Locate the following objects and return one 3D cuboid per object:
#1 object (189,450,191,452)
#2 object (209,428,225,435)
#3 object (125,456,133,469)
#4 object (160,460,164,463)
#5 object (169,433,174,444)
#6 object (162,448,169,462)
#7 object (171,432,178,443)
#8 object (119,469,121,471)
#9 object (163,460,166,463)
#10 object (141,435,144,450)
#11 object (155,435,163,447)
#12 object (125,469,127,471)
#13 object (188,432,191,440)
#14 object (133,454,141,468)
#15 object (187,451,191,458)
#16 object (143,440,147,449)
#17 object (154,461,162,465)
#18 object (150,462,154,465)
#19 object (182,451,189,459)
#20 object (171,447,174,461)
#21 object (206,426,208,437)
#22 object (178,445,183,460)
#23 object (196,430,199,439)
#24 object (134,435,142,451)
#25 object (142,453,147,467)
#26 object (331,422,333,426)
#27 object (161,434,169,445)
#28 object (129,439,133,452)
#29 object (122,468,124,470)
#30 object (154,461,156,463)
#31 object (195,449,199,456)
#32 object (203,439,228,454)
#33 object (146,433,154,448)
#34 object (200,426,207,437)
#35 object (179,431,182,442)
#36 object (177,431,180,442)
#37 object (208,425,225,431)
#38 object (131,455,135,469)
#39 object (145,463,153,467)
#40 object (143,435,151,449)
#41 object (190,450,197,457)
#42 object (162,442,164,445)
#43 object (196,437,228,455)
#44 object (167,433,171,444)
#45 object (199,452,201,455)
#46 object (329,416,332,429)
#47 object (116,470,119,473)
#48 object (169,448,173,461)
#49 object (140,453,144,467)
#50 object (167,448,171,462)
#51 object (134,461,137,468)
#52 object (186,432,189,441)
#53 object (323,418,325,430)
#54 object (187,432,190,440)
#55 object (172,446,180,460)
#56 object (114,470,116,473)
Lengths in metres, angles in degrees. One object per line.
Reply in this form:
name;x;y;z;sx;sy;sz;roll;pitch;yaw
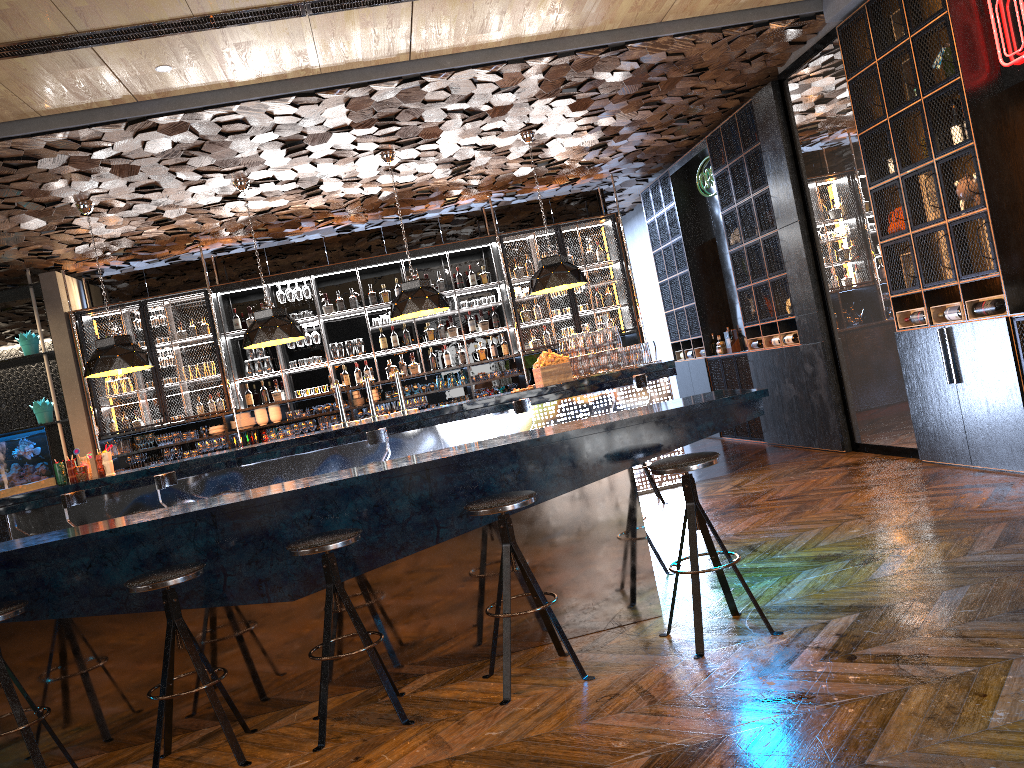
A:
object;-3.908;0.882;10.747;0.065;0.146;0.074;-11;1;22
object;-3.520;0.572;10.624;0.209;0.060;0.211;-11;1;42
object;-4.489;0.962;10.429;0.091;0.227;0.091;-11;1;45
object;-4.192;0.964;10.572;0.093;0.101;0.093;-11;0;13
object;-4.136;0.661;10.736;0.081;0.132;0.081;-12;1;-36
object;-4.080;0.877;10.467;0.088;0.229;0.077;-11;0;6
object;-3.988;0.634;10.493;0.074;0.131;0.074;-11;0;5
object;-4.638;1.059;10.498;0.031;0.098;0.031;-11;1;43
object;-4.200;0.965;10.673;0.093;0.101;0.093;-11;0;7
object;-4.407;0.699;10.549;0.087;0.170;0.087;-11;1;43
object;-4.191;0.674;10.529;0.081;0.132;0.081;-12;1;-36
object;-4.599;1.060;10.567;0.034;0.080;0.034;-12;1;-25
object;-3.827;0.617;10.600;0.078;0.099;0.078;-12;1;-41
object;-4.398;0.943;10.440;0.091;0.227;0.091;-11;0;15
object;-3.895;0.880;10.651;0.065;0.146;0.074;-11;0;5
object;-4.423;0.701;10.667;0.087;0.170;0.087;-11;1;43
object;-4.172;0.960;10.468;0.093;0.101;0.093;-11;1;45
object;-4.291;0.984;10.557;0.093;0.101;0.093;-11;1;43
object;-3.879;0.878;10.548;0.074;0.146;0.065;-12;1;-31
object;-4.117;0.882;10.731;0.077;0.229;0.088;-12;1;-33
object;-3.739;0.581;10.793;0.074;0.131;0.074;-11;0;5
object;-4.006;0.860;10.690;0.088;0.229;0.077;-12;0;-6
object;-3.846;0.619;10.776;0.078;0.099;0.078;-12;1;-41
object;-4.392;0.696;10.432;0.087;0.170;0.087;-11;1;43
object;-4.422;0.946;10.659;0.091;0.227;0.091;-12;1;-45
object;-2.247;0.506;11.007;0.092;0.218;0.092;-11;1;43
object;-4.103;0.656;10.489;0.081;0.132;0.081;-12;1;-36
object;-4.621;0.749;10.712;0.058;0.152;0.051;-11;1;43
object;-4.653;1.061;10.607;0.031;0.098;0.031;-11;1;24
object;-4.304;0.986;10.661;0.093;0.101;0.093;-12;1;-21
object;-3.802;0.861;10.671;0.065;0.146;0.074;-11;0;15
object;-3.606;0.779;10.832;0.376;0.227;0.186;-12;0;-9
object;-4.244;0.666;10.442;0.087;0.170;0.087;-11;1;43
object;-3.687;0.572;10.622;0.074;0.131;0.074;-11;0;5
object;-4.009;0.637;10.665;0.074;0.131;0.074;-11;0;5
object;-3.997;0.635;10.580;0.074;0.131;0.074;-11;0;5
object;-3.527;0.532;10.623;0.211;0.060;0.209;-11;1;37
object;-4.502;0.963;10.537;0.091;0.227;0.091;-11;1;32
object;-4.277;0.982;10.453;0.093;0.101;0.093;-12;1;-40
object;-4.315;0.680;10.523;0.087;0.170;0.087;-11;1;43
object;-3.787;0.859;10.566;0.074;0.146;0.065;-12;0;-13
object;-4.211;0.677;10.674;0.081;0.132;0.081;-12;1;-36
object;-3.580;0.776;10.638;0.376;0.227;0.186;-12;0;-9
object;-4.122;0.659;10.607;0.081;0.132;0.081;-12;1;-36
object;-3.812;0.862;10.774;0.074;0.146;0.065;-11;0;15
object;-2.239;0.505;10.900;0.092;0.218;0.092;-11;1;43
object;-4.631;1.058;10.420;0.031;0.098;0.031;-11;1;31
object;-4.106;0.881;10.639;0.077;0.229;0.088;-11;0;8
object;-4.410;0.944;10.543;0.091;0.227;0.091;-12;1;-45
object;-4.091;0.879;10.558;0.077;0.229;0.088;-11;1;42
object;-4.527;0.967;10.669;0.091;0.227;0.091;-12;0;-4
object;-3.929;0.635;10.679;0.078;0.103;0.078;-11;1;35
object;-2.332;0.519;10.940;0.071;0.226;0.071;-12;1;-36
object;-3.940;0.637;10.763;0.078;0.103;0.078;-11;1;35
object;-3.993;0.859;10.567;0.088;0.229;0.077;-12;0;-8
object;-4.672;1.066;10.442;0.033;0.101;0.033;-12;1;-27
